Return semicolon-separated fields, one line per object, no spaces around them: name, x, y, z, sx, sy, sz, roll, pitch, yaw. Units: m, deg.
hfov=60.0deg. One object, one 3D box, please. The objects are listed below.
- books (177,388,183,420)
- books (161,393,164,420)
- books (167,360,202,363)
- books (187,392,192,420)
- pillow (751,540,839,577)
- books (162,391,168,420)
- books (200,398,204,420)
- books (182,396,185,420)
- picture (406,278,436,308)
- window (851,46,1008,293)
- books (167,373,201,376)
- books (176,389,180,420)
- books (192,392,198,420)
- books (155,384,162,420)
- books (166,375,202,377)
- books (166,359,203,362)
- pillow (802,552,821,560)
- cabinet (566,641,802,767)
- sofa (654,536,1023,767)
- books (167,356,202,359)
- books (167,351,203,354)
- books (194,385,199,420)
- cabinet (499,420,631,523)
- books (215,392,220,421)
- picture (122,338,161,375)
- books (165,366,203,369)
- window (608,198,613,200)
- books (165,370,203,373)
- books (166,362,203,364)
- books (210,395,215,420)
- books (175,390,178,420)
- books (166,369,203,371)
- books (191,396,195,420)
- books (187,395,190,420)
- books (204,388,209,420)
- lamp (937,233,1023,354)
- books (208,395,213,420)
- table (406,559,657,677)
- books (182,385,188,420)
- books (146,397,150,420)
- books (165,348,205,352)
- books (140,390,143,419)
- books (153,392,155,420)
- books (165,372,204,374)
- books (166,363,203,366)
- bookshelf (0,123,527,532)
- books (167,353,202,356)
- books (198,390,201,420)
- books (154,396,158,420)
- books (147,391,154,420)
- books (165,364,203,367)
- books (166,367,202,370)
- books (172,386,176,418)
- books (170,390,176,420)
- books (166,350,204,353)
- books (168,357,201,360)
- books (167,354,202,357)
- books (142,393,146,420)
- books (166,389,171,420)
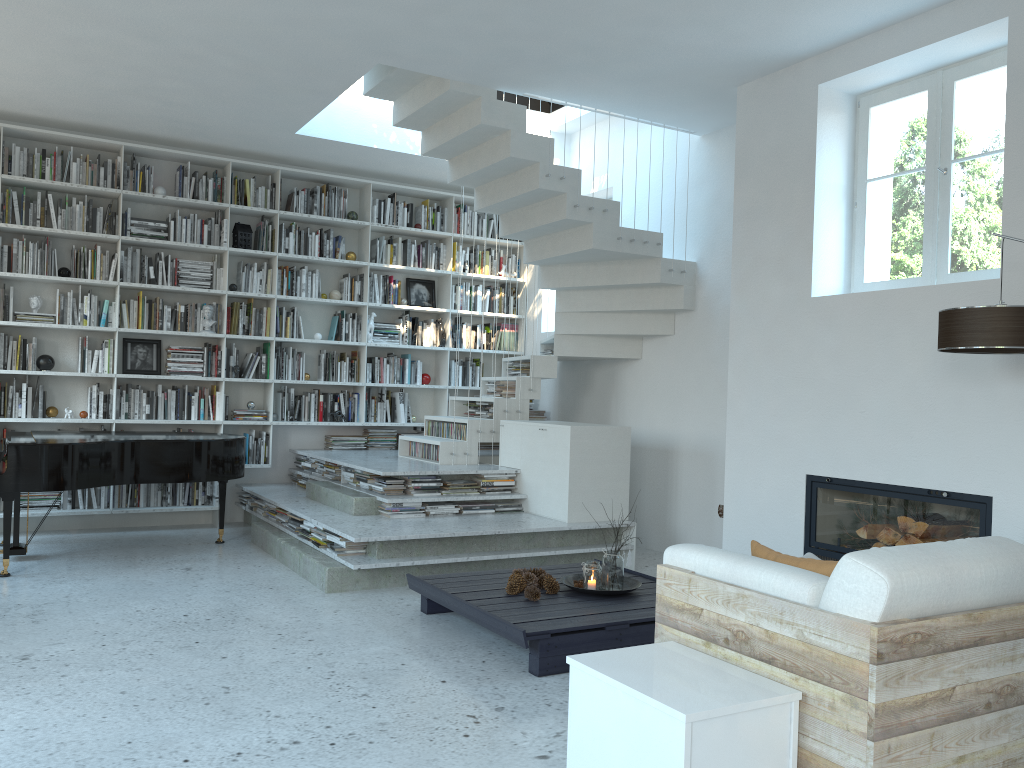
books;-2.816;0.170;7.509;0.028;0.264;0.161;2;0;-30
books;-2.950;0.187;7.455;0.025;0.220;0.140;2;0;-30
books;-2.781;-0.189;7.531;0.254;0.012;0.161;2;-1;-35
books;-2.755;0.187;7.559;0.014;0.235;0.154;2;0;-30
pillow;0.857;0.644;2.572;0.200;0.339;0.462;2;0;-36
books;-2.922;0.179;7.462;0.031;0.237;0.159;2;0;-30
books;-2.666;0.216;7.591;0.023;0.183;0.169;2;0;-30
books;-2.803;0.201;7.534;0.021;0.203;0.128;2;0;-30
picture;-0.889;-0.876;8.666;0.300;0.300;0.077;2;0;-30
window;2.292;-1.100;4.786;0.072;1.226;1.117;2;0;-30
books;-2.788;-0.082;7.536;0.254;0.012;0.161;2;-1;-28
books;-2.836;0.170;7.506;0.010;0.261;0.181;2;0;-30
books;-2.712;0.189;7.570;0.023;0.234;0.174;2;0;-30
books;-2.966;0.150;7.435;0.026;0.291;0.152;2;0;-30
books;-2.787;-0.069;7.532;0.254;0.012;0.161;2;-1;-34
books;-2.781;-0.201;7.530;0.285;0.012;0.159;2;-1;-25
pillow;1.019;0.710;2.612;0.237;0.355;0.482;2;0;-34
cabinet;0.431;1.008;2.348;0.380;0.487;0.502;2;0;-30
sofa;1.572;0.868;2.975;2.195;0.854;0.871;2;0;-30
books;-2.782;-0.225;7.534;0.254;0.012;0.161;2;-1;-33
books;-2.780;-0.262;7.532;0.254;0.012;0.161;2;-1;-34
books;-2.701;0.160;7.589;0.014;0.294;0.137;2;0;-30
cabinet;0.358;0.626;6.637;0.551;0.668;0.993;2;0;-30
books;-2.552;0.189;7.652;0.033;0.246;0.176;2;0;-30
picture;-3.095;-0.228;7.416;0.300;0.300;0.077;2;0;-30
books;-2.789;-0.141;7.540;0.285;0.012;0.159;2;-1;-30
window;0.812;-1.107;8.349;0.042;1.226;1.117;2;0;-30
books;-2.789;-0.106;7.538;0.285;0.012;0.159;2;-1;-31
books;-2.782;-0.177;7.530;0.285;0.012;0.159;2;-1;-25
books;-2.584;0.203;7.640;0.011;0.216;0.166;2;0;-30
books;-2.850;0.175;7.510;0.011;0.251;0.158;2;0;-30
books;-2.784;-0.118;7.530;0.285;0.012;0.159;2;-1;-25
books;-2.733;0.203;7.558;0.023;0.204;0.167;2;0;-30
books;-2.766;0.200;7.540;0.024;0.207;0.183;2;0;-30
books;-2.641;0.173;7.618;0.026;0.272;0.175;2;0;-30
lamp;2.413;0.350;3.339;0.470;1.966;1.558;2;0;-44
books;-2.606;0.204;7.626;0.042;0.212;0.169;2;0;-30
table;0.279;1.170;4.618;1.270;0.218;1.257;2;-1;-30
books;-2.782;0.155;7.533;0.012;0.296;0.177;2;0;-30
books;-3.040;0.201;7.373;0.029;0.184;0.174;2;0;-30
books;-2.778;-0.286;7.530;0.285;0.012;0.159;2;-1;-35
books;-3.093;0.169;7.373;0.021;0.244;0.141;2;0;-30
books;-3.004;0.180;7.413;0.013;0.230;0.139;2;0;-30
books;-2.784;-0.094;7.530;0.285;0.012;0.159;2;-1;-35
books;-2.786;-0.165;7.536;0.285;0.012;0.159;2;-1;-28
bookshelf;-2.681;-0.337;7.520;6.298;3.142;0.330;2;0;-30
books;-2.782;-0.250;7.534;0.254;0.012;0.161;2;-1;-33
books;-2.693;0.179;7.603;0.014;0.256;0.145;2;0;-30
books;-2.983;0.197;7.411;0.023;0.196;0.165;2;0;-30
books;-3.017;0.175;7.394;0.029;0.238;0.165;2;0;-30
books;-2.787;-0.153;7.538;0.285;0.012;0.159;2;-1;-29
books;-2.784;-0.130;7.530;0.254;0.012;0.161;2;-1;-35
books;-2.864;0.157;7.509;0.014;0.286;0.134;2;0;-30
books;-2.870;0.177;7.478;0.026;0.245;0.191;2;0;-30
books;-2.782;-0.274;7.536;0.285;0.012;0.159;2;-1;-28
books;-2.783;-0.213;7.534;0.254;0.012;0.161;2;-1;-27
books;-2.781;-0.238;7.532;0.254;0.012;0.161;2;-1;-34
books;-3.064;0.184;7.364;0.023;0.217;0.174;2;0;-30
books;-2.905;0.171;7.489;0.025;0.254;0.136;2;0;-30
